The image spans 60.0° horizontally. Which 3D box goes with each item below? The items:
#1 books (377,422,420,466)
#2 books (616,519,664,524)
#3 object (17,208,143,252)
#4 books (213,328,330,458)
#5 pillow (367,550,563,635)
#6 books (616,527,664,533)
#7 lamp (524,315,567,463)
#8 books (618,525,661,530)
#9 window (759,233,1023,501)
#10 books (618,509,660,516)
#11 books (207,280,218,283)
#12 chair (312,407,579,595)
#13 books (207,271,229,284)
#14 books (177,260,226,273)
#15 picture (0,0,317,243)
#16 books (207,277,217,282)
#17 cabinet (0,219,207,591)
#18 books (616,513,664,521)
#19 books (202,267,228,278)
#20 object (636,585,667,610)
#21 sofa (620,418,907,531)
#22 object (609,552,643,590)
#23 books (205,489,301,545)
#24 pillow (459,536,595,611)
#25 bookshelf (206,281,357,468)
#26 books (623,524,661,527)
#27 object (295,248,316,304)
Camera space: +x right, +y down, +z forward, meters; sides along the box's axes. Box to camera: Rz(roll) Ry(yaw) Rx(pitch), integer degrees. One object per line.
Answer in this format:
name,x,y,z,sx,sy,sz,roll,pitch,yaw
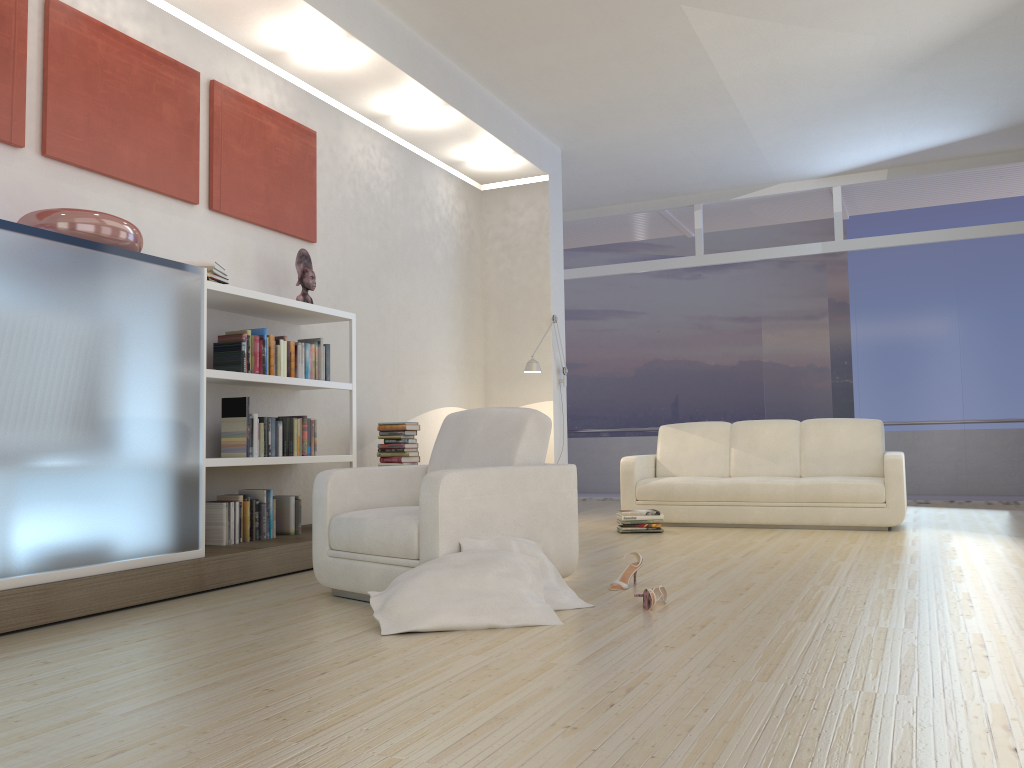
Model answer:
books,-0.812,0.630,6.501,0.329,0.694,0.270,-3,-4,25
books,0.976,1.048,6.789,0.328,0.027,0.247,-1,-4,0
object,-1.986,-0.676,4.081,0.534,0.206,0.546,1,-5,-29
books,-1.409,0.063,5.315,0.215,0.743,0.831,-3,-4,25
pillow,-0.184,0.793,3.374,0.712,0.287,0.299,0,-4,-13
books,0.977,1.114,6.784,0.328,0.018,0.247,-1,-4,0
lamp,0.292,0.266,8.037,0.204,1.841,0.891,-2,-4,20
books,0.971,1.096,6.785,0.287,0.018,0.247,-1,-4,-2
window,4.202,-0.132,9.396,2.988,2.706,0.012,-3,-4,25
books,0.969,0.984,6.793,0.287,0.025,0.247,-1,-4,-2
books,-1.754,-0.534,4.840,0.328,0.018,0.247,-1,-4,0
chair,-0.294,0.516,4.149,0.919,0.828,0.941,-5,-6,45
books,-1.736,-0.574,4.840,0.287,0.025,0.247,-2,-4,9
books,-1.756,-0.633,4.847,0.319,0.038,0.247,-1,-4,-4
picture,-2.058,-1.474,4.765,0.030,0.794,3.227,-3,-4,25
books,-1.761,-0.552,4.841,0.287,0.018,0.247,-1,-4,-2
cabinet,-2.138,0.098,3.665,0.689,1.396,1.670,-3,-4,25
books,0.975,1.015,6.791,0.319,0.038,0.247,-1,-4,-4
books,-1.756,-0.601,4.845,0.328,0.027,0.247,-1,-4,0
object,0.558,0.877,3.664,0.121,0.091,0.287,-3,-4,23
sofa,2.066,0.721,7.325,2.166,0.862,0.941,-3,-4,25
object,0.534,0.877,4.174,0.089,0.149,0.265,-4,-5,37
books,-1.369,0.761,5.284,0.274,0.281,1.125,-3,-5,32
pillow,0.004,0.773,3.598,0.615,0.315,0.312,2,-5,-38
bookshelf,-1.563,0.196,5.177,0.465,1.396,1.599,-3,-4,25
books,0.996,1.075,6.784,0.287,0.025,0.247,-2,-4,9
object,-1.336,-0.674,5.728,0.133,0.409,0.138,0,-4,-19
